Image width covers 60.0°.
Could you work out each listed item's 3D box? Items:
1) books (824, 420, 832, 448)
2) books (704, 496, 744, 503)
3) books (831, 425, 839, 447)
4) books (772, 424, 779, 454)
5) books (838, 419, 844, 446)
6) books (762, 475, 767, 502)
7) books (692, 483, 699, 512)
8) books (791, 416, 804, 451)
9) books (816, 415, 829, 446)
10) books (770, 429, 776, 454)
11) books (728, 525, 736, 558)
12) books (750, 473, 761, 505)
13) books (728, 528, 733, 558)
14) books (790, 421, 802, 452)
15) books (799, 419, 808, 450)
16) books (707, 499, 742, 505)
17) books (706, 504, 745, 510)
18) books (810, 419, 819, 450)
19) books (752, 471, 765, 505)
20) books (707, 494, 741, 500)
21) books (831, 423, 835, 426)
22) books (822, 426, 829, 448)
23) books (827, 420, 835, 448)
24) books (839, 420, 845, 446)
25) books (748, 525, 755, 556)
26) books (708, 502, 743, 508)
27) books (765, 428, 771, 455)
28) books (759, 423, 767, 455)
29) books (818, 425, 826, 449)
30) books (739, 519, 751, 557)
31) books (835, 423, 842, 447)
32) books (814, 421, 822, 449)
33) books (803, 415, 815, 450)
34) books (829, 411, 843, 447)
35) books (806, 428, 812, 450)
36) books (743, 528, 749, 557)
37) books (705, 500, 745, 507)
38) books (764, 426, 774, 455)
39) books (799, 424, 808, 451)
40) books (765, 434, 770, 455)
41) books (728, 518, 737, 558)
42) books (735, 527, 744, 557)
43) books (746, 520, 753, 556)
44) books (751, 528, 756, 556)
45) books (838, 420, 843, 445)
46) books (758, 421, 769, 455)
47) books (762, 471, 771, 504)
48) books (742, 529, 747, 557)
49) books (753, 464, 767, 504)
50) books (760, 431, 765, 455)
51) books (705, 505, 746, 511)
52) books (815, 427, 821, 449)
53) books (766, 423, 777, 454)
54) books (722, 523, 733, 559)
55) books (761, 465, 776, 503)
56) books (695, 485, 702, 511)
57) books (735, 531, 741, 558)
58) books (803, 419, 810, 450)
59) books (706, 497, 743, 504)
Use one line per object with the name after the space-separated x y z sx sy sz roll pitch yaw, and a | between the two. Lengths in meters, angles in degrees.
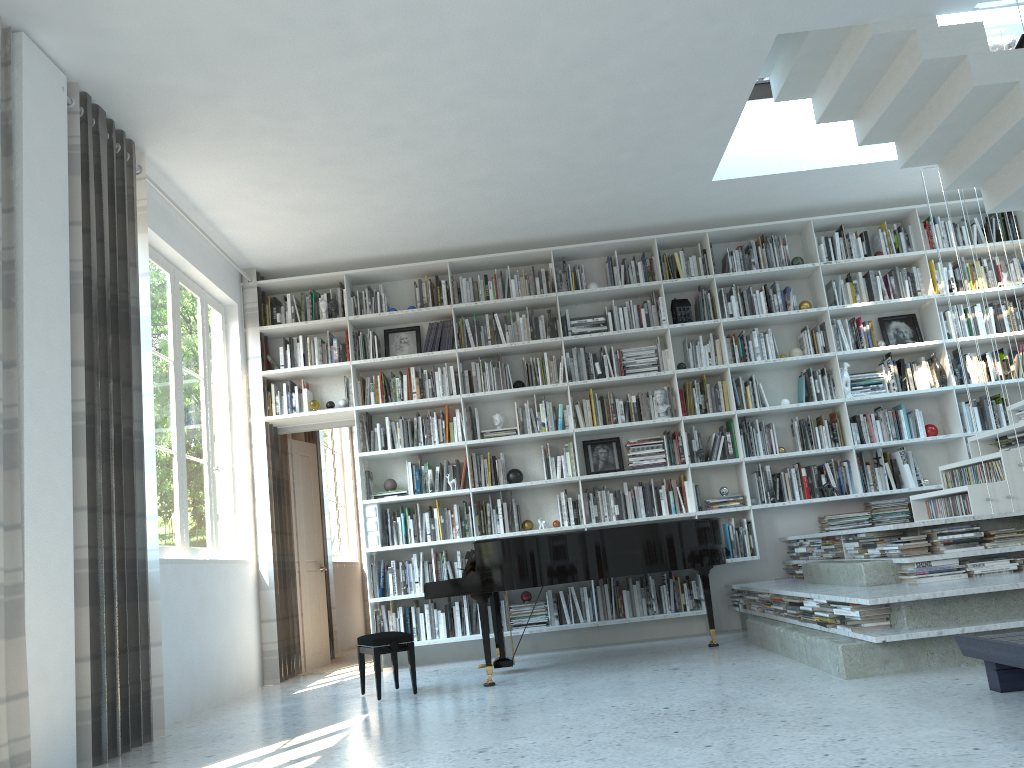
2.456 0.411 6.969 0.018 0.229 0.182 -6 -11 1 | books
1.638 0.892 6.859 0.285 0.012 0.160 -7 -12 4 | books
2.512 0.426 6.951 0.016 0.180 0.189 -6 -11 1 | books
2.057 0.448 6.986 0.013 0.250 0.173 -6 -11 1 | books
2.576 0.400 6.996 0.007 0.235 0.132 -6 -11 1 | books
1.948 0.828 6.922 0.015 0.240 0.153 -6 -11 1 | books
1.415 0.894 6.928 0.027 0.228 0.141 -6 -11 1 | books
2.255 0.409 7.003 0.016 0.289 0.132 -6 -11 1 | books
2.442 0.390 6.974 0.006 0.273 0.173 -6 -11 1 | books
2.032 0.472 6.977 0.014 0.207 0.181 -6 -11 1 | books
1.664 1.203 6.750 0.014 0.245 0.176 -6 -11 1 | books
1.901 0.825 6.918 0.012 0.253 0.161 -6 -11 1 | books
1.653 1.216 6.765 0.012 0.228 0.129 -6 -11 1 | books
2.239 0.427 6.987 0.019 0.251 0.130 -6 -11 1 | books
2.287 0.416 6.986 0.015 0.261 0.150 -6 -11 1 | books
1.641 0.916 6.856 0.254 0.012 0.161 -7 -12 5 | books
1.645 0.951 6.849 0.285 0.012 0.160 -7 -12 5 | books
2.355 0.410 6.964 0.018 0.250 0.184 -6 -11 1 | books
1.918 0.815 6.899 0.023 0.262 0.187 -6 -11 1 | books
1.636 0.879 6.854 0.254 0.012 0.161 -8 -12 9 | books
2.527 0.418 6.980 0.016 0.205 0.141 -6 -11 1 | books
2.434 0.436 6.962 0.019 0.182 0.191 -6 -11 1 | books
2.491 0.408 6.982 0.021 0.231 0.155 -6 -11 1 | books
2.584 0.403 6.987 0.009 0.223 0.146 -6 -11 1 | books
1.808 1.195 6.754 0.013 0.232 0.149 -6 -11 1 | books
1.643 0.939 6.849 0.254 0.012 0.161 -8 -12 6 | books
2.006 0.470 6.991 0.008 0.222 0.134 -6 -11 1 | books
1.963 0.449 6.980 0.012 0.266 0.183 -6 -11 1 | books
2.417 0.433 6.968 0.015 0.194 0.176 -6 -11 1 | books
1.774 1.171 6.752 0.021 0.284 0.173 -6 -11 1 | books
2.541 0.415 6.970 0.013 0.203 0.159 -6 -11 1 | books
2.393 0.415 6.992 0.030 0.244 0.136 -6 -11 1 | books
2.341 0.400 6.993 0.007 0.284 0.160 -6 -11 1 | books
2.546 0.367 6.972 0.007 0.295 0.162 -6 -11 1 | books
2.321 0.443 6.999 0.031 0.208 0.122 -6 -11 1 | books
1.761 1.207 6.738 0.011 0.211 0.179 -6 -11 1 | books
1.642 0.927 6.849 0.285 0.012 0.160 -7 -12 4 | books
2.016 0.459 6.983 0.015 0.238 0.177 -6 -11 1 | books
2.273 0.438 6.968 0.016 0.215 0.178 -6 -11 1 | books
1.998 0.492 6.986 0.013 0.178 0.141 -6 -11 1 | books
1.685 1.178 6.773 0.032 0.299 0.149 -6 -11 1 | books
1.730 1.205 6.740 0.026 0.224 0.175 -6 -11 1 | books
1.793 1.181 6.771 0.015 0.270 0.158 -6 -11 1 | books
1.823 1.209 6.763 0.012 0.205 0.161 -6 -11 1 | books
2.563 0.398 6.993 0.019 0.240 0.134 -6 -11 1 | books
1.982 0.441 6.997 0.006 0.284 0.160 -6 -11 1 | books
1.965 0.813 6.899 0.023 0.256 0.178 -6 -11 1 | books
1.750 1.205 6.756 0.012 0.225 0.149 -6 -11 1 | books
1.931 0.787 6.905 0.010 0.315 0.187 -6 -11 1 | books
1.955 0.484 6.985 0.013 0.203 0.167 -6 -11 1 | books
1.646 0.962 6.842 0.285 0.012 0.160 -7 -12 4 | books
2.377 0.441 6.957 0.018 0.182 0.182 -6 -11 1 | books
2.043 0.445 6.986 0.014 0.260 0.142 -6 -11 1 | books
1.642 1.199 6.760 0.005 0.263 0.162 -6 -11 1 | books
1.990 0.791 6.902 0.030 0.294 0.189 -6 -11 1 | books
1.445 0.901 6.928 0.030 0.210 0.137 -6 -11 1 | books
1.713 1.223 6.762 0.013 0.202 0.139 -6 -11 1 | books
2.299 0.417 6.985 0.008 0.258 0.159 -6 -11 1 | books
1.638 0.902 6.848 0.254 0.012 0.161 -6 -12 1 | books
